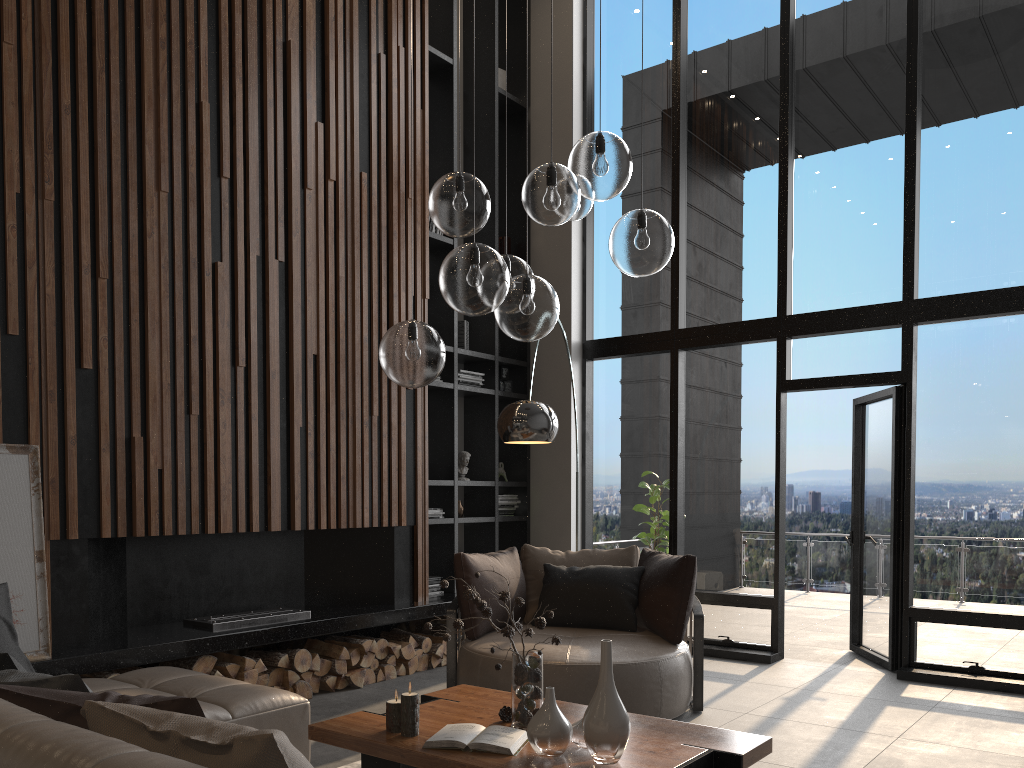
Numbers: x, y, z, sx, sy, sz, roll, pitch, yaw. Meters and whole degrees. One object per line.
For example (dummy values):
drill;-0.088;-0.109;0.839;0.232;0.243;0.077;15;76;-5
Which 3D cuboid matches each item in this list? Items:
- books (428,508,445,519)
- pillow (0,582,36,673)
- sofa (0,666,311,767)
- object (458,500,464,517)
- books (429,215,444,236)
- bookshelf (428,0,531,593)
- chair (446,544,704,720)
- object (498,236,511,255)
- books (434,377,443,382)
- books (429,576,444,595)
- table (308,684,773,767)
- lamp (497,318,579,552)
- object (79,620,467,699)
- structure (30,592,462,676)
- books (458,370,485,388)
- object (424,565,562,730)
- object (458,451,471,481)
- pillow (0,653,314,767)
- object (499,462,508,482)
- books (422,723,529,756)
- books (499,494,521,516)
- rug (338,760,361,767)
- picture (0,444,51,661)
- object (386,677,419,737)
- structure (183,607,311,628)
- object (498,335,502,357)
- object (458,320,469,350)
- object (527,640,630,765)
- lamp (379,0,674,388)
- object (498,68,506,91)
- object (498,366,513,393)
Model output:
books;-0.691;0.988;6.681;0.219;0.078;0.323;-5;-8;37
pillow;-2.070;1.026;3.076;0.761;0.546;1.391;2;-6;-22
sofa;-1.037;1.162;2.772;3.252;0.818;1.882;-5;-8;37
object;-0.432;1.007;7.091;0.100;0.143;0.102;0;-1;-15
books;-0.672;-1.260;6.630;0.185;0.299;0.368;0;-3;37
bookshelf;-0.418;-0.999;7.006;0.337;5.325;1.455;2;2;37
chair;0.371;1.428;5.170;1.445;0.899;1.488;2;-5;-26
object;-0.065;-1.126;7.448;0.102;0.230;0.101;0;1;22
books;-0.701;-0.047;6.670;0.328;0.072;0.175;-5;-8;36
books;-0.711;1.548;6.716;0.219;0.127;0.339;-4;-7;36
table;0.082;1.452;3.217;1.456;0.354;0.900;-5;-8;37
lamp;0.285;0.743;5.403;0.320;2.335;2.038;0;-2;14
object;-0.967;1.797;5.846;0.436;0.390;4.051;-2;-7;38
structure;-1.826;1.626;5.002;0.668;0.458;6.552;-3;-8;37
books;-0.398;-0.027;7.051;0.219;0.128;0.323;-4;-7;37
object;-0.072;0.990;3.311;0.542;0.604;0.317;0;0;8
object;-0.407;0.665;7.068;0.138;0.245;0.136;0;0;-12
pillow;-1.029;0.903;2.153;1.945;0.499;0.544;-5;-5;36
object;-0.147;0.698;7.475;0.131;0.281;0.252;0;-2;29
books;-0.123;1.237;3.058;0.343;0.039;0.233;-2;-7;15
books;-0.125;1.030;7.458;0.218;0.190;0.374;-2;-6;37
rug;0.030;1.609;3.102;2.303;0.020;1.613;-5;-9;37
picture;-2.414;0.748;3.812;0.101;1.000;0.729;1;0;37
object;-0.398;1.168;3.189;0.077;0.211;0.153;-1;0;-43
structure;-1.615;1.449;5.379;0.300;0.103;0.713;-5;-8;37
object;-0.154;-0.303;7.418;0.140;0.218;0.141;0;-1;28
object;-0.407;-0.372;7.036;0.104;0.260;0.104;0;1;17
object;0.240;1.036;2.891;0.319;0.398;0.316;1;-2;-34
lamp;0.057;-2.480;3.095;1.230;5.006;1.228;1;2;34
object;-0.122;-2.504;7.355;0.134;0.261;0.083;0;1;-43
object;-0.071;-0.033;7.411;0.059;0.233;0.188;1;0;40
